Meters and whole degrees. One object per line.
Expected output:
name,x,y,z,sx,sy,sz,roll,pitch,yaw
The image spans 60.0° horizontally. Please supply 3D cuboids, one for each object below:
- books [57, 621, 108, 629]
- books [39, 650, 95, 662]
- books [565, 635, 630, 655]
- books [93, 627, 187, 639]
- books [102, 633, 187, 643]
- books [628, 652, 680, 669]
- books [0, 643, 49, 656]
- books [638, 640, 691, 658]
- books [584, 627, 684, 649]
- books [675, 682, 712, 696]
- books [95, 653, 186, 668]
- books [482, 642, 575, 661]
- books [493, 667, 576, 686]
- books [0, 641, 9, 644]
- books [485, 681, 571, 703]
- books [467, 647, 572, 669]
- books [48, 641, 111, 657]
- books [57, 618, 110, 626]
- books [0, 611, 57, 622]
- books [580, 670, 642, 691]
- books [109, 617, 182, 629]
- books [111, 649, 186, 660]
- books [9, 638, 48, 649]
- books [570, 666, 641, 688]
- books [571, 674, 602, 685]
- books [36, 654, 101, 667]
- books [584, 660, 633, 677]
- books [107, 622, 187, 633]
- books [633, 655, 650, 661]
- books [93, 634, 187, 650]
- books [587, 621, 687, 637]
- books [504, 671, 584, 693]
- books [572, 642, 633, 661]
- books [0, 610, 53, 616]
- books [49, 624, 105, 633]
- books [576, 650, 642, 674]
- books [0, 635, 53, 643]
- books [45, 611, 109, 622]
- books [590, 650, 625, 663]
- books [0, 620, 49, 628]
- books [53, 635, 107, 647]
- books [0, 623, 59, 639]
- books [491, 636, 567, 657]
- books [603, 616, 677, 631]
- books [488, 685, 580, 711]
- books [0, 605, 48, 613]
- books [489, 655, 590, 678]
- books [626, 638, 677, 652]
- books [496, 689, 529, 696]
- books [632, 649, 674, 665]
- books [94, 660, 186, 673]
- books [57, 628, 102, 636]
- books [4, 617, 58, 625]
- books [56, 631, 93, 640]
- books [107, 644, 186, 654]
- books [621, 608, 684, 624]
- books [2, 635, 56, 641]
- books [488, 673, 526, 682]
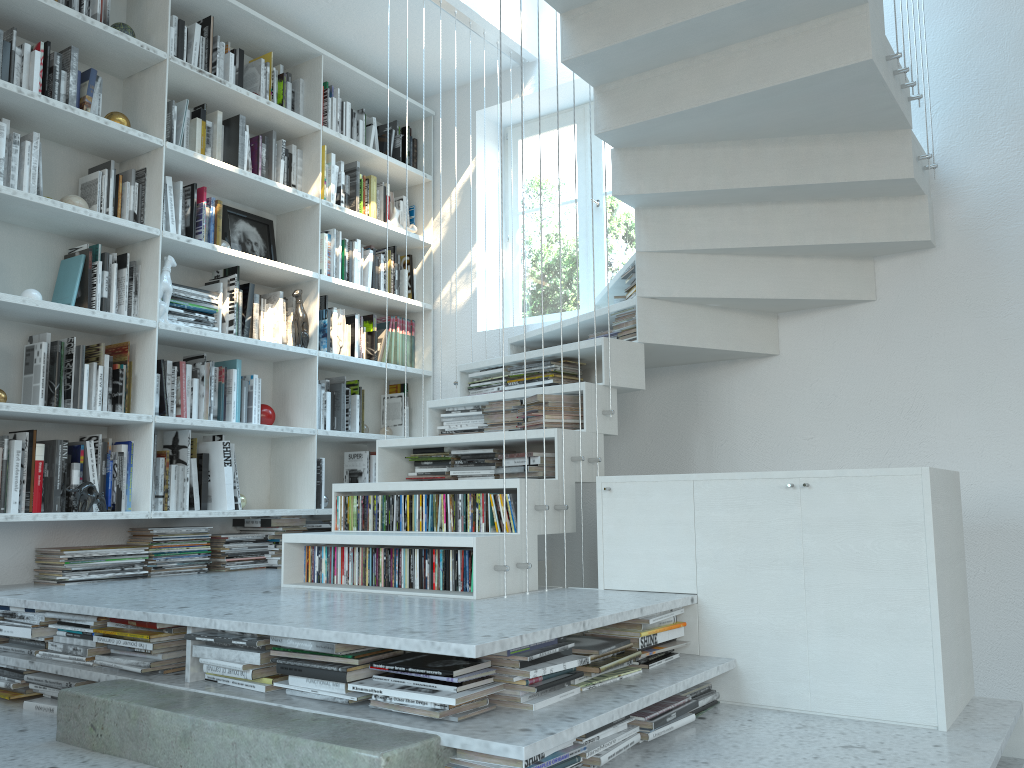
books,-1.261,0.725,2.704,0.179,0.010,0.160,-6,-9,34
books,-1.271,0.809,2.678,0.235,0.012,0.190,-5,-9,32
books,0.191,0.681,2.319,0.173,0.011,0.203,-5,-9,29
books,-1.033,0.701,2.530,0.261,0.009,0.187,-6,-9,33
books,-1.029,0.712,2.534,0.254,0.012,0.161,-7,-10,38
books,0.358,0.790,2.556,0.177,0.011,0.220,-5,-9,32
books,-1.516,0.845,2.856,0.233,0.017,0.173,-6,-9,33
books,0.366,0.756,2.555,0.181,0.008,0.281,-7,-10,39
books,0.356,0.724,2.565,0.177,0.030,0.284,-6,-9,35
books,0.467,0.868,2.535,0.130,0.007,0.215,-6,-9,36
books,-1.030,0.776,2.523,0.247,0.014,0.178,-5,-9,32
books,0.026,0.627,2.097,0.159,0.009,0.228,-5,-9,30
books,0.025,0.679,2.092,0.168,0.012,0.210,-6,-9,35
books,-1.746,0.872,3.032,0.181,0.014,0.134,-5,-9,31
books,0.019,0.716,2.092,0.148,0.013,0.227,-5,-9,32
books,0.019,0.641,2.100,0.154,0.018,0.221,-6,-9,35
books,-1.266,0.792,2.687,0.242,0.023,0.164,-7,-10,38
books,-1.261,0.714,2.705,0.220,0.013,0.149,-6,-10,37
books,-1.514,0.742,2.872,0.290,0.018,0.163,-6,-9,33
books,0.191,0.762,2.310,0.174,0.007,0.291,-6,-10,37
books,-1.024,0.672,2.546,0.262,0.028,0.139,-7,-10,39
books,-1.018,0.763,2.543,0.237,0.017,0.138,-6,-9,33
books,-1.506,0.828,2.873,0.240,0.021,0.131,-6,-9,36
books,0.191,0.756,2.311,0.165,0.005,0.287,-7,-10,39
books,0.175,0.748,2.323,0.134,0.014,0.294,-5,-9,31
books,-1.268,0.821,2.681,0.296,0.012,0.183,-6,-9,33
books,0.187,0.732,2.316,0.177,0.015,0.215,-6,-9,35
books,-1.018,0.693,2.553,0.296,0.013,0.129,-5,-9,32
books,0.345,0.770,2.568,0.132,0.016,0.262,-5,-9,29
books,-1.030,0.726,2.530,0.293,0.017,0.179,-6,-9,35
books,0.362,0.702,2.563,0.179,0.012,0.262,-7,-10,38
books,0.034,0.690,2.084,0.189,0.013,0.215,-6,-9,33
books,0.186,0.694,2.322,0.172,0.013,0.246,-6,-9,33
books,-1.514,0.730,2.875,0.285,0.007,0.159,-6,-9,33
books,-1.264,0.734,2.698,0.234,0.008,0.167,-6,-9,33
books,0.200,0.716,2.309,0.188,0.014,0.273,-5,-9,29
books,-1.513,0.812,2.865,0.259,0.009,0.152,-5,-9,31
books,-1.268,0.699,2.697,0.243,0.015,0.165,-5,-9,29
books,0.181,0.706,2.323,0.160,0.010,0.179,-6,-9,36
books,-1.517,0.766,2.865,0.206,0.007,0.172,-6,-9,36
books,-1.260,0.773,2.699,0.221,0.018,0.154,-6,-9,33
books,-1.523,0.783,2.853,0.238,0.030,0.189,-5,-9,31
books,0.009,0.616,2.111,0.129,0.016,0.261,-6,-9,33
books,0.356,0.685,2.570,0.167,0.024,0.192,-7,-10,39
books,0.031,0.729,2.082,0.177,0.015,0.216,-5,-9,32
books,-1.520,0.716,2.867,0.193,0.020,0.171,-5,-9,29
books,0.041,0.655,2.084,0.190,0.015,0.230,-7,-10,39
books,0.349,0.747,2.567,0.160,0.014,0.268,-6,-9,33
books,0.015,0.704,2.096,0.131,0.012,0.208,-5,-9,30
books,0.350,0.781,2.563,0.152,0.009,0.259,-5,-9,31
books,-1.034,0.788,2.516,0.253,0.011,0.182,-7,-10,38
books,-1.260,0.745,2.703,0.220,0.013,0.144,-6,-10,37
books,-1.514,0.757,2.871,0.264,0.012,0.143,-7,-10,39
books,-1.258,0.758,2.704,0.215,0.013,0.150,-6,-9,34
books,-1.025,0.745,2.535,0.203,0.018,0.159,-5,-9,32
books,0.365,0.666,2.566,0.181,0.013,0.286,-5,-9,29
books,-1.515,0.803,2.863,0.295,0.008,0.163,-5,-9,32
books,0.023,0.669,2.095,0.153,0.009,0.260,-6,-10,37
